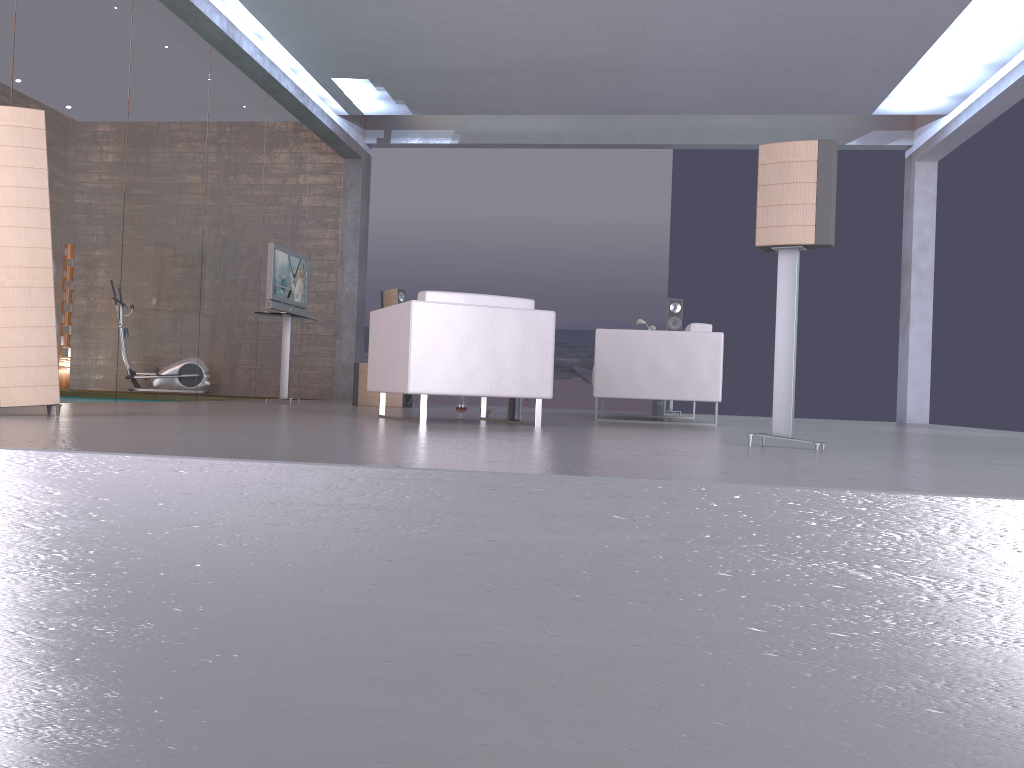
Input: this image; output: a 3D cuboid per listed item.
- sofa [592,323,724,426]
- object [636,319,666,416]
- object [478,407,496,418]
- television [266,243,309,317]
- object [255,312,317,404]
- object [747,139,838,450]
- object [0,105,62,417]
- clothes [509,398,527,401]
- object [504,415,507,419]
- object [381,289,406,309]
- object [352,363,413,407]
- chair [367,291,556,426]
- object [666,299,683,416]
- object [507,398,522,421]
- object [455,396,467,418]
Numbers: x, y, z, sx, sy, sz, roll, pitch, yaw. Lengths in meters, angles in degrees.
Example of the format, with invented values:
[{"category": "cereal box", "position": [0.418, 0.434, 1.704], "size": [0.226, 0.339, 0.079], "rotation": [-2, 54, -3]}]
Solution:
[{"category": "sofa", "position": [1.284, -0.081, 8.161], "size": [1.026, 0.824, 2.353], "rotation": [2, -1, 7]}, {"category": "object", "position": [1.583, -0.172, 9.604], "size": [0.387, 1.051, 0.400], "rotation": [2, -1, 45]}, {"category": "object", "position": [-0.195, 0.216, 6.682], "size": [0.079, 0.087, 0.235], "rotation": [2, -1, -26]}, {"category": "television", "position": [-2.314, -1.058, 9.194], "size": [0.054, 0.644, 1.000], "rotation": [2, -1, 7]}, {"category": "object", "position": [-2.346, -0.280, 9.190], "size": [0.360, 0.958, 0.818], "rotation": [2, -1, 7]}, {"category": "object", "position": [1.257, -0.395, 3.979], "size": [0.333, 1.363, 0.243], "rotation": [2, -1, 38]}, {"category": "object", "position": [-2.404, -0.587, 4.270], "size": [0.444, 1.473, 0.244], "rotation": [3, -1, -38]}, {"category": "clothes", "position": [-0.042, -0.178, 6.005], "size": [0.254, 0.604, 0.574], "rotation": [2, -1, -23]}, {"category": "object", "position": [-0.002, 0.223, 6.649], "size": [0.079, 0.087, 0.235], "rotation": [2, -1, -15]}, {"category": "object", "position": [-1.528, -0.483, 11.407], "size": [0.444, 1.469, 0.244], "rotation": [2, -1, 32]}, {"category": "object", "position": [-1.408, 0.011, 9.696], "size": [0.604, 0.459, 0.514], "rotation": [2, -1, 7]}, {"category": "chair", "position": [-0.365, -0.157, 5.795], "size": [0.936, 0.808, 1.026], "rotation": [2, -1, -23]}, {"category": "object", "position": [1.904, -0.308, 10.460], "size": [0.243, 1.363, 0.333], "rotation": [2, -1, 13]}, {"category": "object", "position": [0.023, 0.047, 6.434], "size": [0.109, 0.435, 0.109], "rotation": [2, -1, 34]}, {"category": "object", "position": [-0.371, 0.136, 6.519], "size": [0.091, 0.233, 0.091], "rotation": [2, -1, 35]}]
